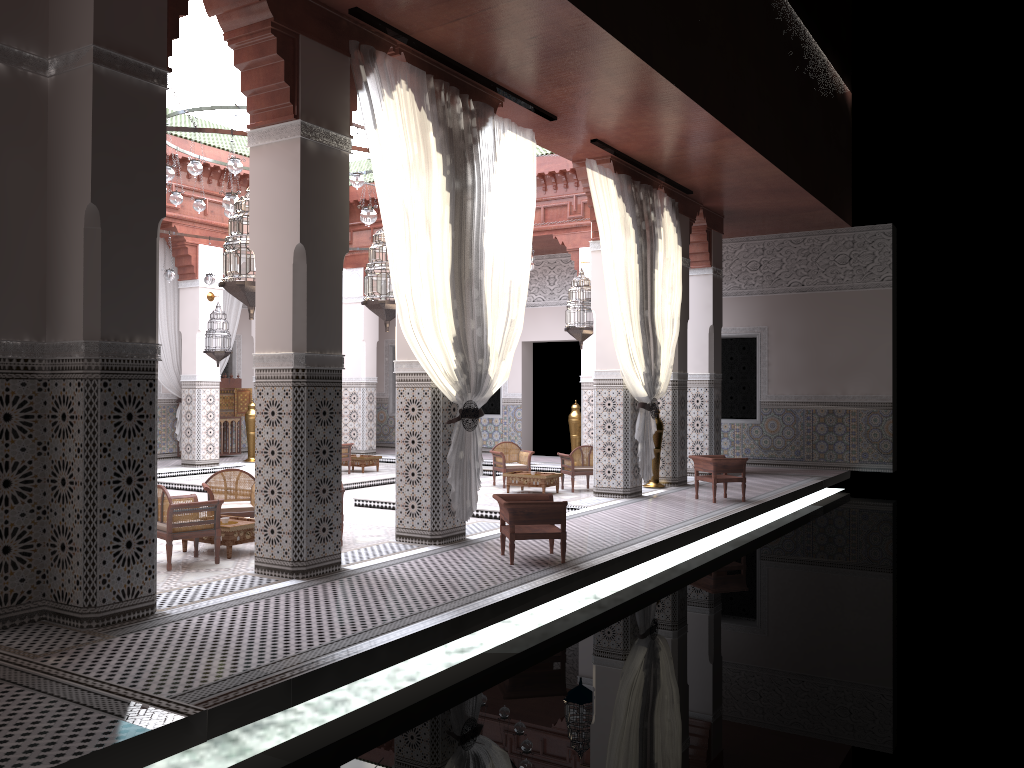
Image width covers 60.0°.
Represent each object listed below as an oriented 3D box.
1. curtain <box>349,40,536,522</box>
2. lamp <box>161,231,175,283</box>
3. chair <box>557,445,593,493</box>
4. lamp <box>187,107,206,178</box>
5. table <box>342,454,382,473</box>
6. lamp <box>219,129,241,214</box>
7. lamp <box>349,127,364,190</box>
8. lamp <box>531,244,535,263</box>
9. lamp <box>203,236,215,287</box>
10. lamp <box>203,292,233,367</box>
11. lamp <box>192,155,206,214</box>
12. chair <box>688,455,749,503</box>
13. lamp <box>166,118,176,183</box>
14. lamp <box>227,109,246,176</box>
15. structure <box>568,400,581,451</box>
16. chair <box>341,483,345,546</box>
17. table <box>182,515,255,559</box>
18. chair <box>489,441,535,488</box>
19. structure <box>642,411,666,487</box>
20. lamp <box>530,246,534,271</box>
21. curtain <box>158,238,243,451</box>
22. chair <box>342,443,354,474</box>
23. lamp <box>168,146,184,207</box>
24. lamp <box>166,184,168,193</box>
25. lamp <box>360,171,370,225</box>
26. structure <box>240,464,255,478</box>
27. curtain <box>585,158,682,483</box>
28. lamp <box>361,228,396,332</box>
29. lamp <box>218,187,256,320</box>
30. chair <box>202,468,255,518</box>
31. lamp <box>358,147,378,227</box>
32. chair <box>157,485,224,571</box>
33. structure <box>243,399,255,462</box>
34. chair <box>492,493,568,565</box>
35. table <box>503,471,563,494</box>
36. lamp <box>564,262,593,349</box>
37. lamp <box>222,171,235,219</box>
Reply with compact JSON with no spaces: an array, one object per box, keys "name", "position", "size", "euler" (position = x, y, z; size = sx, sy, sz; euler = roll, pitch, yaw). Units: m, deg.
[{"name":"curtain","position":[-0.189,-0.322,3.614],"size":[0.129,1.764,1.303],"euler":[0,-1,32]},{"name":"lamp","position":[-2.445,-0.906,6.320],"size":[0.090,0.371,0.091],"euler":[0,0,-4]},{"name":"chair","position":[0.464,0.566,6.007],"size":[0.263,0.313,0.208],"euler":[0,0,-18]},{"name":"lamp","position":[-1.684,-1.276,4.687],"size":[0.091,0.371,0.090],"euler":[0,-1,36]},{"name":"table","position":[-1.280,0.658,7.367],"size":[0.330,0.142,0.229],"euler":[0,-1,32]},{"name":"lamp","position":[-1.218,-0.923,3.848],"size":[0.091,0.371,0.090],"euler":[1,-1,-44]},{"name":"lamp","position":[-0.869,-1.272,4.959],"size":[0.091,0.371,0.090],"euler":[0,-1,-34]},{"name":"lamp","position":[0.091,-0.907,5.444],"size":[0.091,0.371,0.090],"euler":[1,-1,-44]},{"name":"lamp","position":[-2.238,-0.904,6.554],"size":[0.090,0.371,0.091],"euler":[0,0,6]},{"name":"lamp","position":[-2.360,-0.444,7.125],"size":[0.217,0.618,0.216],"euler":[0,-1,32]},{"name":"lamp","position":[-1.999,-1.269,5.650],"size":[0.090,0.371,0.091],"euler":[0,0,-19]},{"name":"chair","position":[1.171,0.537,5.038],"size":[0.234,0.252,0.259],"euler":[0,0,-19]},{"name":"lamp","position":[-1.879,-1.276,4.811],"size":[0.090,0.371,0.091],"euler":[0,-1,-34]},{"name":"lamp","position":[-1.460,-1.276,4.648],"size":[0.091,0.371,0.090],"euler":[0,0,16]},{"name":"structure","position":[0.528,0.402,7.349],"size":[0.156,0.539,0.156],"euler":[0,0,-8]},{"name":"chair","position":[-0.867,0.546,3.874],"size":[0.208,0.313,0.263],"euler":[0,-1,-28]},{"name":"table","position":[-1.197,0.629,3.693],"size":[0.330,0.142,0.229],"euler":[0,-1,32]},{"name":"chair","position":[-0.003,0.567,6.255],"size":[0.263,0.313,0.208],"euler":[0,0,-23]},{"name":"structure","position":[0.916,0.390,5.710],"size":[0.156,0.539,0.156],"euler":[1,-1,-42]},{"name":"lamp","position":[0.105,-0.904,5.755],"size":[0.091,0.371,0.090],"euler":[1,-1,-44]},{"name":"curtain","position":[-2.667,-0.297,7.317],"size":[0.048,1.761,1.304],"euler":[0,-1,32]},{"name":"chair","position":[-1.437,0.570,7.105],"size":[0.263,0.313,0.208],"euler":[0,-1,28]},{"name":"lamp","position":[-2.067,-1.271,5.441],"size":[0.090,0.371,0.091],"euler":[0,-1,-34]},{"name":"lamp","position":[-2.077,-1.273,5.209],"size":[0.091,0.371,0.090],"euler":[0,-1,36]},{"name":"lamp","position":[-0.988,-1.264,6.038],"size":[0.091,0.371,0.090],"euler":[0,0,-19]},{"name":"structure","position":[-1.442,0.654,5.452],"size":[0.501,0.310,0.528],"euler":[0,-1,32]},{"name":"curtain","position":[0.779,-0.306,5.177],"size":[0.137,1.761,1.304],"euler":[0,-1,31]},{"name":"lamp","position":[-0.537,-0.502,3.835],"size":[0.221,0.552,0.216],"euler":[0,-1,32]},{"name":"lamp","position":[-0.935,-0.508,3.190],"size":[0.221,0.552,0.216],"euler":[0,-1,32]},{"name":"chair","position":[-1.259,0.546,4.002],"size":[0.263,0.313,0.208],"euler":[0,0,-23]},{"name":"lamp","position":[-0.669,-0.919,4.134],"size":[0.091,0.371,0.090],"euler":[1,-1,-44]},{"name":"chair","position":[-1.275,0.541,3.441],"size":[0.208,0.313,0.263],"euler":[1,-1,-44]},{"name":"structure","position":[-2.247,0.397,7.661],"size":[0.156,0.539,0.156],"euler":[0,-1,37]},{"name":"chair","position":[0.063,0.544,3.270],"size":[0.234,0.252,0.259],"euler":[0,0,-10]},{"name":"table","position":[0.138,0.650,5.857],"size":[0.330,0.142,0.229],"euler":[0,-1,32]},{"name":"lamp","position":[0.424,-0.487,5.394],"size":[0.221,0.552,0.216],"euler":[0,-1,32]},{"name":"lamp","position":[-1.864,-1.267,5.856],"size":[0.090,0.371,0.091],"euler":[0,0,1]}]
